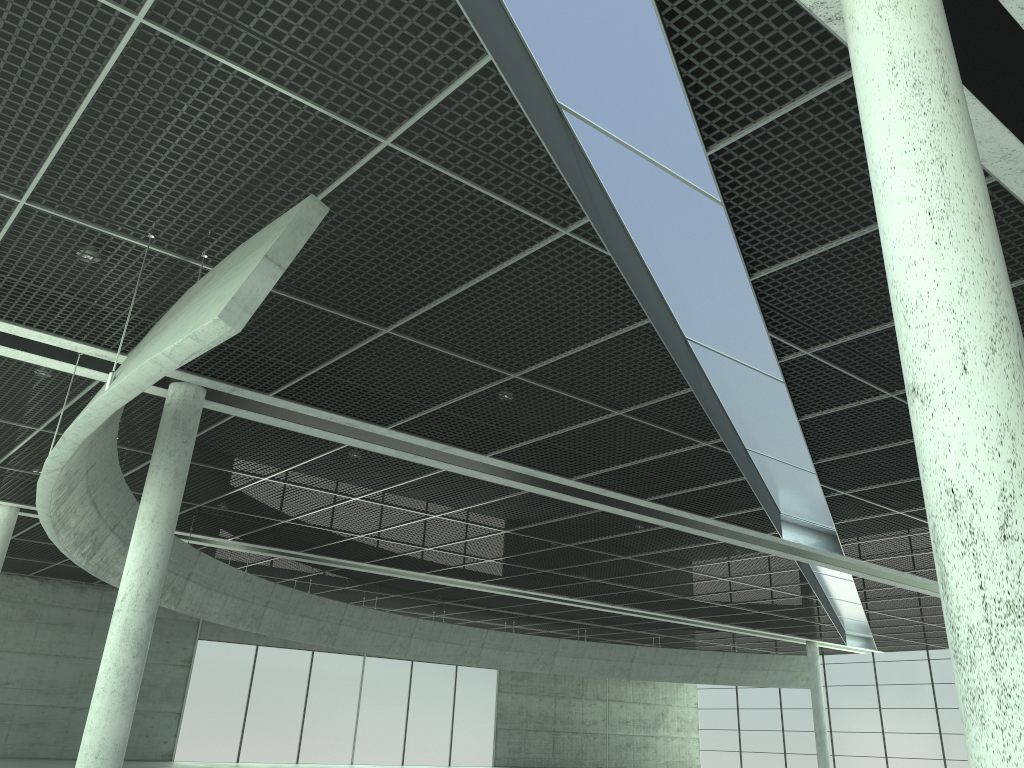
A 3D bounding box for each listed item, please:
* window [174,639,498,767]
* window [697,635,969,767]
[{"bbox_3d":[-14.486,34.033,83.530,33.504,10.664,0.159,21,-30,-35],"label":"window"},{"bbox_3d":[17.805,17.220,49.526,100.712,16.083,99.623,21,-30,-35],"label":"window"}]
